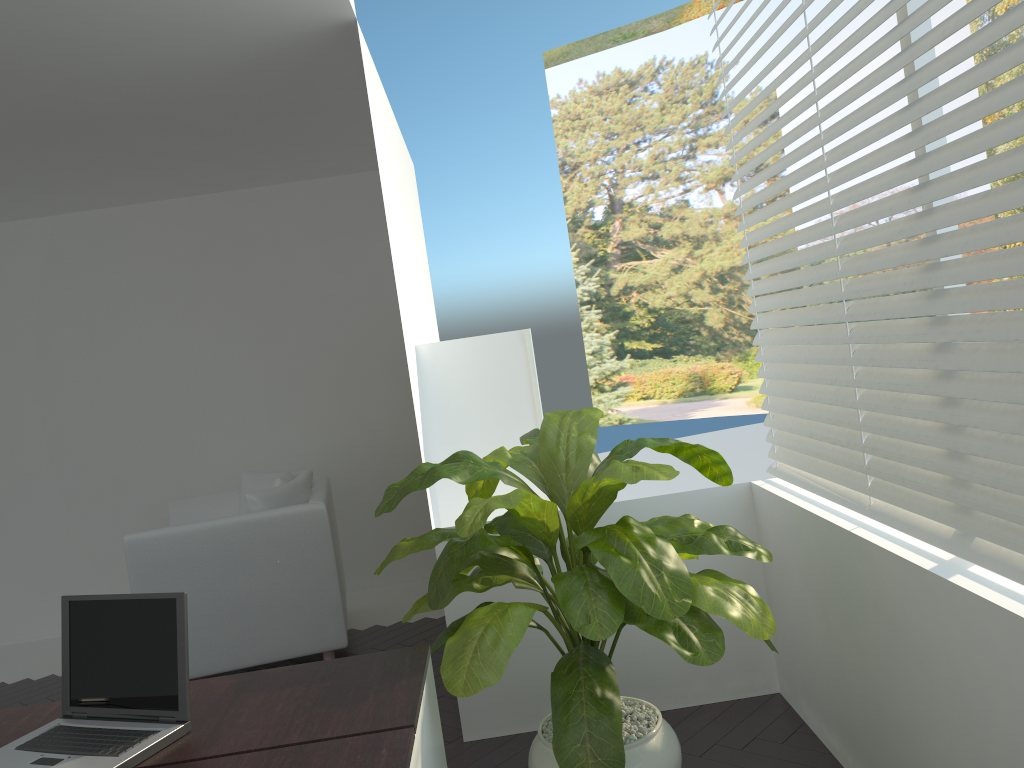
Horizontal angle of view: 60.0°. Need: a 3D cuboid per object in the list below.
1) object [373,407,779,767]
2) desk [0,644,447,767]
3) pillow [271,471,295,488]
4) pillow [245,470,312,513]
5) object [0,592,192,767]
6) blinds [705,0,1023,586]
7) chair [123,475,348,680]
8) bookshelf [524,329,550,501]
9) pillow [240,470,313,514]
[{"bbox_3d":[0.208,0.686,2.492,1.027,1.198,1.120,-9,2,-23],"label":"object"},{"bbox_3d":[-1.041,1.154,1.744,1.813,0.698,0.975,-8,2,-1],"label":"desk"},{"bbox_3d":[-1.256,0.714,4.776,0.255,0.467,0.532,-9,2,-11],"label":"pillow"},{"bbox_3d":[-1.171,0.713,4.477,0.257,0.473,0.465,-7,2,26],"label":"pillow"},{"bbox_3d":[-0.923,0.632,1.867,0.380,0.288,0.320,-7,2,24],"label":"object"},{"bbox_3d":[0.654,-1.689,1.213,1.219,4.263,3.922,-8,2,17],"label":"blinds"},{"bbox_3d":[-1.396,1.018,4.724,0.945,0.816,1.155,-9,2,-11],"label":"chair"},{"bbox_3d":[-0.107,0.457,4.729,0.502,1.495,2.101,-8,2,-1],"label":"bookshelf"},{"bbox_3d":[-1.339,0.739,5.081,0.496,0.504,0.235,-8,2,19],"label":"pillow"}]
